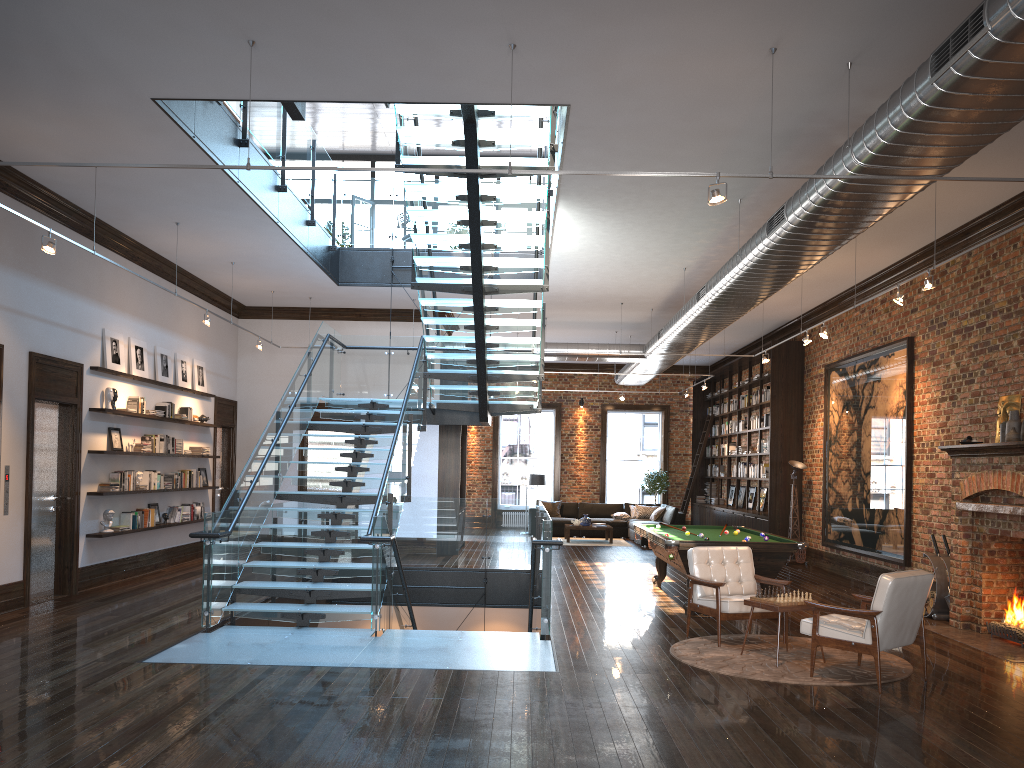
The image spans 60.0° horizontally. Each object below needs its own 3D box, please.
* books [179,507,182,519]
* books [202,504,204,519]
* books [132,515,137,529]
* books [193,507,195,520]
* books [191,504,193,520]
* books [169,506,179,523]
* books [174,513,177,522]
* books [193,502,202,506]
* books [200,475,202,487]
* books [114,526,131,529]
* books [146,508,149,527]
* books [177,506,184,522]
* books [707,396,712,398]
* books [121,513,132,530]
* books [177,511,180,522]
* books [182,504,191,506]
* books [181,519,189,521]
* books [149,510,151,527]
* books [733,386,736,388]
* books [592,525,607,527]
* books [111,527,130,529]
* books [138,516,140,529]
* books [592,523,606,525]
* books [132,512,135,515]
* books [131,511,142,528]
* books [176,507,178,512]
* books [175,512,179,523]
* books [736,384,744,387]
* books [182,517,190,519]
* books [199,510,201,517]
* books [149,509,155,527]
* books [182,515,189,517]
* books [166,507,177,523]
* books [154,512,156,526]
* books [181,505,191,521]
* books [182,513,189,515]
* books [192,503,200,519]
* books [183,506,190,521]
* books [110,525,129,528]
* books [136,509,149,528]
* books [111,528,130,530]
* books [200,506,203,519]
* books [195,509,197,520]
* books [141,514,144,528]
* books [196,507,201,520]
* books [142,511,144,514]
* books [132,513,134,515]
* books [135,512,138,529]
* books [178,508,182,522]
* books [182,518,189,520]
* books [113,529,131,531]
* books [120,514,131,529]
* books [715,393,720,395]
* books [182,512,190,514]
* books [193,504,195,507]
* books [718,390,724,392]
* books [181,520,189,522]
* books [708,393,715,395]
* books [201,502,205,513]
[{"bbox_3d":[-4.986,1.935,13.146,0.157,0.232,0.107,1,-2,1],"label":"books"},{"bbox_3d":[-4.972,2.024,14.098,0.139,0.231,0.051,1,-1,1],"label":"books"},{"bbox_3d":[-4.985,1.803,11.573,0.167,0.183,0.029,1,-1,1],"label":"books"},{"bbox_3d":[-4.969,1.994,13.642,0.176,0.202,0.034,1,-1,1],"label":"books"},{"bbox_3d":[-4.978,1.970,13.619,0.164,0.246,0.011,1,-1,1],"label":"books"},{"bbox_3d":[-4.994,1.916,13.014,0.146,0.234,0.143,1,-2,1],"label":"books"},{"bbox_3d":[-4.988,1.954,12.959,0.136,0.155,0.104,1,-2,1],"label":"books"},{"bbox_3d":[-4.989,2.007,14.072,0.130,0.262,0.060,1,-1,1],"label":"books"},{"bbox_3d":[-4.952,1.529,13.941,0.156,0.185,0.051,1,-1,1],"label":"books"},{"bbox_3d":[-5.010,1.834,11.341,0.141,0.011,0.288,1,-6,4],"label":"books"},{"bbox_3d":[-5.001,1.813,12.027,0.128,0.251,0.025,1,-1,1],"label":"books"},{"bbox_3d":[-4.977,1.933,13.166,0.165,0.235,0.095,1,-1,1],"label":"books"},{"bbox_3d":[5.258,0.340,23.238,0.213,0.014,0.358,1,-6,-3],"label":"books"},{"bbox_3d":[-5.005,1.784,11.515,0.133,0.209,0.024,1,-1,1],"label":"books"},{"bbox_3d":[-4.991,1.964,13.096,0.152,0.164,0.079,1,-2,1],"label":"books"},{"bbox_3d":[-4.989,1.961,13.576,0.134,0.254,0.011,1,-1,1],"label":"books"},{"bbox_3d":[-4.992,2.052,13.372,0.142,0.011,0.256,1,-6,2],"label":"books"},{"bbox_3d":[-4.999,1.827,12.083,0.147,0.232,0.036,1,-1,1],"label":"books"},{"bbox_3d":[5.237,0.065,20.463,0.191,0.013,0.316,1,-6,-3],"label":"books"},{"bbox_3d":[1.917,3.116,19.417,0.262,0.024,0.206,3,-6,-22],"label":"books"},{"bbox_3d":[-5.013,1.845,11.341,0.142,0.011,0.257,1,-6,-2],"label":"books"},{"bbox_3d":[-4.986,1.821,11.677,0.167,0.168,0.029,1,-1,1],"label":"books"},{"bbox_3d":[1.941,3.123,19.757,0.205,0.028,0.263,-2,-7,33],"label":"books"},{"bbox_3d":[-5.013,1.791,11.640,0.114,0.219,0.022,1,-1,1],"label":"books"},{"bbox_3d":[-5.000,1.803,11.791,0.140,0.225,0.060,1,-1,1],"label":"books"},{"bbox_3d":[-4.997,1.917,13.001,0.137,0.228,0.138,1,-2,1],"label":"books"},{"bbox_3d":[-4.987,1.959,13.056,0.137,0.158,0.108,1,-2,1],"label":"books"},{"bbox_3d":[5.226,0.037,20.068,0.219,0.016,0.368,1,-6,2],"label":"books"},{"bbox_3d":[-4.985,2.021,13.372,0.141,0.011,0.289,1,-6,5],"label":"books"},{"bbox_3d":[-4.981,2.037,13.944,0.149,0.181,0.091,1,-2,1],"label":"books"},{"bbox_3d":[-4.983,1.828,12.139,0.168,0.242,0.026,1,-1,1],"label":"books"},{"bbox_3d":[-4.993,1.989,13.372,0.141,0.011,0.287,1,-6,2],"label":"books"},{"bbox_3d":[-4.991,1.916,12.963,0.141,0.223,0.136,1,-2,1],"label":"books"},{"bbox_3d":[-4.994,1.862,12.219,0.154,0.191,0.028,1,-1,1],"label":"books"},{"bbox_3d":[-4.981,1.970,13.541,0.162,0.230,0.011,1,-1,1],"label":"books"},{"bbox_3d":[-4.984,1.958,13.373,0.142,0.011,0.258,1,-6,-4],"label":"books"},{"bbox_3d":[-4.983,2.003,13.996,0.122,0.252,0.013,1,-1,1],"label":"books"},{"bbox_3d":[-4.984,1.972,13.529,0.142,0.224,0.012,1,-1,1],"label":"books"},{"bbox_3d":[-5.016,1.823,11.341,0.142,0.011,0.256,1,-6,2],"label":"books"},{"bbox_3d":[-4.987,1.808,11.940,0.176,0.244,0.082,1,-1,1],"label":"books"},{"bbox_3d":[-5.017,1.855,11.341,0.142,0.011,0.256,1,-6,2],"label":"books"},{"bbox_3d":[-4.966,2.033,14.016,0.151,0.197,0.029,1,-1,1],"label":"books"},{"bbox_3d":[-4.970,2.021,13.745,0.161,0.169,0.027,1,-1,1],"label":"books"},{"bbox_3d":[-4.994,1.828,11.836,0.152,0.183,0.030,1,-1,1],"label":"books"},{"bbox_3d":[-4.966,2.019,13.868,0.167,0.201,0.096,1,-2,1],"label":"books"},{"bbox_3d":[-5.004,1.814,11.889,0.136,0.222,0.021,1,-1,1],"label":"books"},{"bbox_3d":[-5.019,1.796,11.614,0.130,0.204,0.031,1,-1,1],"label":"books"},{"bbox_3d":[-4.996,1.792,11.657,0.152,0.221,0.011,1,-1,1],"label":"books"},{"bbox_3d":[-4.980,1.943,13.122,0.151,0.207,0.085,1,-1,1],"label":"books"},{"bbox_3d":[-4.994,2.031,13.372,0.141,0.011,0.287,1,-6,0],"label":"books"},{"bbox_3d":[-5.013,1.866,11.341,0.141,0.011,0.288,1,-6,3],"label":"books"},{"bbox_3d":[-5.011,1.785,11.498,0.131,0.203,0.011,1,-1,1],"label":"books"},{"bbox_3d":[5.241,0.248,22.291,0.229,0.033,0.274,1,-5,4],"label":"books"},{"bbox_3d":[-4.984,1.947,13.373,0.141,0.011,0.289,1,-6,5],"label":"books"},{"bbox_3d":[-4.982,1.982,13.766,0.124,0.249,0.013,1,-1,1],"label":"books"},{"bbox_3d":[5.245,0.171,21.899,0.216,0.018,0.378,1,-6,-1],"label":"books"},{"bbox_3d":[-4.988,2.063,13.371,0.142,0.011,0.257,1,-6,-3],"label":"books"},{"bbox_3d":[5.277,0.262,23.239,0.190,0.017,0.301,1,-6,-1],"label":"books"},{"bbox_3d":[-4.976,2.015,14.136,0.156,0.258,0.042,1,-1,1],"label":"books"}]
